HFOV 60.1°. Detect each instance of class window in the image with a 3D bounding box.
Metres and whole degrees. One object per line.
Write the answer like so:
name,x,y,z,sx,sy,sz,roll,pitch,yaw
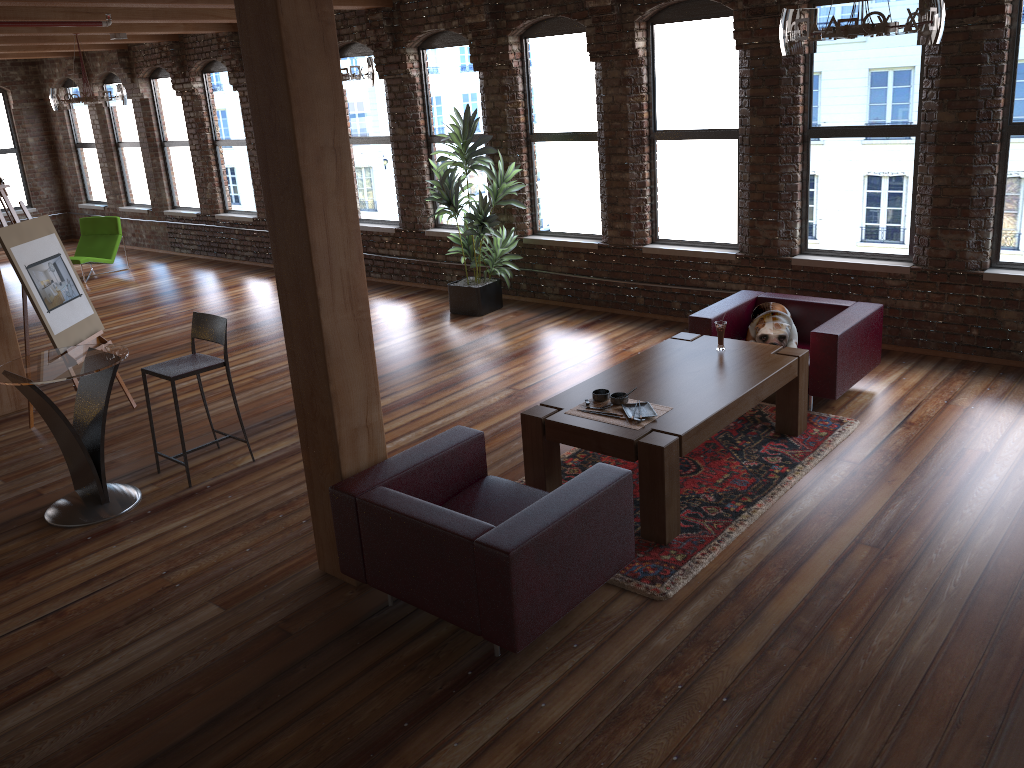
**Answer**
window,-6.243,-3.908,14.353,0.972,2.187,0.233,10,22,39
window,2.718,-2.007,6.939,0.972,2.187,0.237,10,22,39
window,-0.642,-2.720,9.719,0.972,2.187,0.237,10,22,39
window,-4.005,-3.432,12.500,0.972,2.187,0.232,10,22,39
window,3.837,-1.769,6.012,0.972,2.187,0.237,10,22,39
window,-5.121,-3.670,13.426,0.972,2.187,0.235,10,22,39
window,0.479,-2.482,8.792,0.972,2.187,0.237,10,22,39
window,-8.940,-4.000,15.200,0.219,2.190,0.977,10,22,39
window,-7.383,-4.150,15.297,0.972,2.187,0.234,10,22,39
window,-1.763,-2.957,10.646,0.972,2.187,0.234,10,22,39
window,1.598,-2.244,7.866,0.972,2.187,0.237,10,22,39

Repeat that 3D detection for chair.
chair,-2.042,0.082,5.675,0.431,0.969,0.471,10,22,39
chair,1.957,-0.246,6.352,1.075,0.585,0.873,11,24,39
chair,-0.125,0.701,4.051,1.075,0.585,0.873,11,24,39
chair,-6.101,-1.911,12.595,0.680,0.786,0.968,1,19,16

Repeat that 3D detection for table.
table,0.967,0.232,5.252,0.904,0.543,1.766,11,24,39
table,-2.561,0.310,5.233,0.724,0.913,0.728,-12,19,-23

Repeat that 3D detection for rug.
rug,0.962,0.503,5.292,1.349,0.009,2.485,12,25,39

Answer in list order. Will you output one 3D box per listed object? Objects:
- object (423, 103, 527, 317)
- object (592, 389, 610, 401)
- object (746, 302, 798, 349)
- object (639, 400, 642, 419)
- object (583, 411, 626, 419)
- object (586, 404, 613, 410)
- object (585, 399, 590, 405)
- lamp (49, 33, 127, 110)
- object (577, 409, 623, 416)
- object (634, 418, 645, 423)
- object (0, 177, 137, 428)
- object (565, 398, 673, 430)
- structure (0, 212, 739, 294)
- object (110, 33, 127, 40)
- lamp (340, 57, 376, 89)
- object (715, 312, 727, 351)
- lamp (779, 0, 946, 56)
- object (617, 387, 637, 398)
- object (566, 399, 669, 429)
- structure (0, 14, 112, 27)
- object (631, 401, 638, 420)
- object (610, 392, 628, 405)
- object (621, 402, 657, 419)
object,-0.423,-1.777,9.022,0.972,2.077,1.088,-16,21,-34
object,0.497,0.064,4.931,0.099,0.043,0.100,-12,20,-21
object,1.817,-0.387,6.253,0.364,0.293,0.765,0,19,12
object,0.680,0.131,4.697,0.007,0.008,0.274,-2,19,7
object,0.483,0.162,4.703,0.271,0.008,0.007,10,22,35
object,0.471,0.121,4.791,0.153,0.030,0.046,5,20,25
object,0.415,0.105,4.863,0.018,0.021,0.059,-6,19,-6
lamp,-4.892,-3.574,10.117,0.810,0.804,0.819,-8,18,-12
object,0.467,0.151,4.740,0.271,0.008,0.007,7,21,29
object,0.657,0.189,4.566,0.059,0.021,0.018,6,20,27
object,-3.415,-0.703,6.487,0.685,2.113,0.711,-4,17,1
object,0.572,0.142,4.758,0.471,0.001,0.355,12,25,39
structure,-3.033,-1.959,11.967,13.743,0.309,1.650,9,23,33
object,-4.620,-4.088,10.399,0.148,0.071,0.147,11,24,39
lamp,-1.572,-2.870,7.369,0.810,0.804,0.819,-6,18,-6
object,1.332,-0.329,5.614,0.095,0.229,0.076,-9,18,-15
lamp,1.808,-2.153,4.572,0.809,0.804,0.819,-7,18,-7
object,0.617,0.055,4.848,0.137,0.079,0.046,-2,17,6
object,0.571,0.142,4.758,0.473,0.003,0.335,12,25,39
structure,-5.867,-2.342,5.700,0.051,0.110,6.870,10,24,39
object,0.651,0.135,4.693,0.007,0.008,0.274,1,20,15
object,0.589,0.082,4.859,0.099,0.043,0.100,-8,19,-10
object,0.673,0.144,4.698,0.154,0.018,0.215,-5,19,-3
